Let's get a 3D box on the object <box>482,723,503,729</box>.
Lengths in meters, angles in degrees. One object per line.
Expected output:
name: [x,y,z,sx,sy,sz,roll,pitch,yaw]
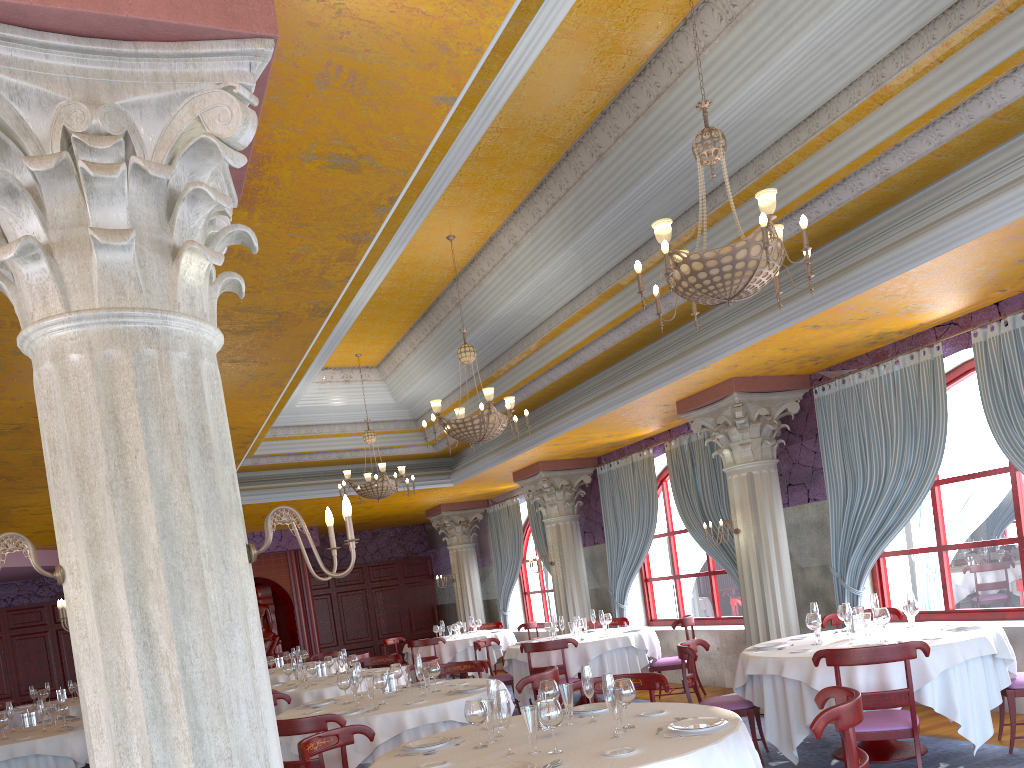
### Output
object: [-0.101,2.079,5.199,0.157,0.009,0.164,-2,-14,-24]

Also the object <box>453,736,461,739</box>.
object: [-0.397,2.078,5.026,0.236,0.013,0.028,-13,-11,21]

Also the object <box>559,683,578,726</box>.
object: [0.326,1.841,4.923,0.084,0.237,0.087,-8,0,-45]

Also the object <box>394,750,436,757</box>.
object: [-0.525,2.007,4.655,0.261,0.019,0.055,-14,-13,25]

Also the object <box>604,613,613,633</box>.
object: [1.299,3.237,11.575,0.124,0.264,0.120,-8,-1,34]

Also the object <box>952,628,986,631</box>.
object: [3.531,1.897,6.611,0.236,0.013,0.028,-13,-11,21]

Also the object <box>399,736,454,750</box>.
object: [-0.483,2.047,4.863,0.312,0.024,0.322,-7,-13,-5]

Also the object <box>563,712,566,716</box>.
object: [0.329,2.053,5.333,0.022,0.003,0.256,-12,-14,18]

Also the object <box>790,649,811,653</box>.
object: [2.280,2.108,6.758,0.158,0.009,0.163,-7,-13,-5]

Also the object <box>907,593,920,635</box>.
object: [3.184,1.829,6.805,0.072,0.335,0.075,-9,2,-33]

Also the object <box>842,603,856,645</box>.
object: [2.649,1.890,6.744,0.074,0.335,0.073,-8,1,12]

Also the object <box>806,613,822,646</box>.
object: [2.494,2.021,7.061,0.121,0.264,0.123,-8,-1,-11]

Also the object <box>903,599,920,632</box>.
object: [3.285,1.903,7.031,0.120,0.264,0.124,-8,-1,-33]

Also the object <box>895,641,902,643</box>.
object: [2.842,1.915,6.292,0.055,0.019,0.258,-13,-14,23]

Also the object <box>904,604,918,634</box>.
object: [3.229,1.901,6.930,0.084,0.237,0.087,-8,0,-45]

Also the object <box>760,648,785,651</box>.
object: [2.167,2.219,7.156,0.257,0.003,0.022,-13,-14,20]

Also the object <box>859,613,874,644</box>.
object: [2.777,1.912,6.706,0.084,0.237,0.087,-8,0,-45]

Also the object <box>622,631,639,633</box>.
object: [1.545,3.231,11.155,0.236,0.013,0.028,-13,-11,21]

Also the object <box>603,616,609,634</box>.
object: [1.243,3.235,11.473,0.084,0.237,0.087,-8,0,-45]

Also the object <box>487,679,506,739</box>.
object: [-0.094,1.827,4.820,0.072,0.335,0.075,-9,2,-33]

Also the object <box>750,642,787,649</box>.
object: [2.196,2.244,7.327,0.310,0.024,0.324,-2,-14,-24]

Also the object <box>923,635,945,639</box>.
object: [3.178,1.911,6.452,0.157,0.009,0.164,-2,-14,-24]

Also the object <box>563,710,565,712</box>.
object: [0.291,2.052,5.345,0.055,0.019,0.258,-13,-14,23]

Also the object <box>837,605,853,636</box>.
object: [2.902,2.053,7.445,0.120,0.264,0.124,-8,-1,-33]

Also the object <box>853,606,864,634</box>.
object: [3.005,2.038,7.387,0.086,0.237,0.085,-8,0,0]

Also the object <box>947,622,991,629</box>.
object: [3.615,1.917,6.774,0.312,0.024,0.322,-7,-13,-5]

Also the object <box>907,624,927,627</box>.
object: [3.477,2.079,7.357,0.158,0.009,0.163,-7,-13,-5]

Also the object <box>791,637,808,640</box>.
object: [2.579,2.276,7.662,0.158,0.009,0.163,-7,-13,-5]

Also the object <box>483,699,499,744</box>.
object: [-0.126,1.853,4.699,0.084,0.237,0.087,-8,0,-45]

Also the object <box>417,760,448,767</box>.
object: [-0.399,1.910,4.294,0.157,0.009,0.164,-2,-14,-24]

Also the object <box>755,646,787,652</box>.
object: [2.154,2.204,7.119,0.261,0.019,0.055,-14,-13,25]

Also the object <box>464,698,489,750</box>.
object: [-0.185,1.824,4.597,0.120,0.264,0.124,-8,-1,-33]

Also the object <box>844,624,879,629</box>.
object: [3.176,2.208,7.765,0.310,0.024,0.324,-2,-14,-24]

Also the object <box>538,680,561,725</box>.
object: [0.223,1.856,4.981,0.123,0.264,0.121,-8,-1,12]

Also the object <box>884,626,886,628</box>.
object: [3.339,2.171,7.678,0.028,0.013,0.234,-11,-13,19]

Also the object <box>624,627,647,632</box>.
object: [1.629,3.251,11.317,0.310,0.024,0.324,-2,-14,-24]

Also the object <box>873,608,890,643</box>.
object: [2.876,1.871,6.647,0.121,0.264,0.123,-8,-1,-11]

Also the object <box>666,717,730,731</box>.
object: [0.936,1.719,4.310,0.312,0.024,0.322,-7,-13,-5]

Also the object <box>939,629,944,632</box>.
object: [3.420,1.960,6.815,0.030,0.010,0.140,-12,-14,21]

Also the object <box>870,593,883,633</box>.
object: [3.120,1.963,7.346,0.074,0.335,0.073,-8,1,12]

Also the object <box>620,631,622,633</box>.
object: [1.434,3.294,11.359,0.030,0.010,0.140,-12,-14,21]

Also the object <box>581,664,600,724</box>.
object: [0.441,1.766,4.882,0.072,0.335,0.075,-9,2,-33]

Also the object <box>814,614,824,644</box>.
object: [2.553,2.050,7.163,0.084,0.237,0.087,-8,0,-45]

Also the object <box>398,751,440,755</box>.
object: [-0.512,2.022,4.692,0.257,0.003,0.022,-13,-14,20]

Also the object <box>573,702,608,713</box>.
object: [0.497,2.011,5.301,0.311,0.024,0.323,4,-18,-43]

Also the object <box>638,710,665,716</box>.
object: [0.798,1.882,4.893,0.157,0.009,0.164,-2,-14,-24]

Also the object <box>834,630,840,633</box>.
object: [2.971,2.250,7.809,0.055,0.019,0.258,-13,-14,23]

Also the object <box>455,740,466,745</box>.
object: [-0.286,2.017,4.822,0.030,0.010,0.140,-12,-14,21]

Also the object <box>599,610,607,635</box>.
object: [1.198,3.163,11.349,0.074,0.335,0.073,-8,1,12]

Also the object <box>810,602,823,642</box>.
object: [2.585,2.024,7.284,0.074,0.335,0.073,-8,1,12]

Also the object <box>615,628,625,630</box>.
object: [1.491,3.413,11.900,0.161,0.009,0.159,-14,-14,25]

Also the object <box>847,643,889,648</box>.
object: [2.635,1.952,6.336,0.312,0.024,0.322,-7,-13,-5]
